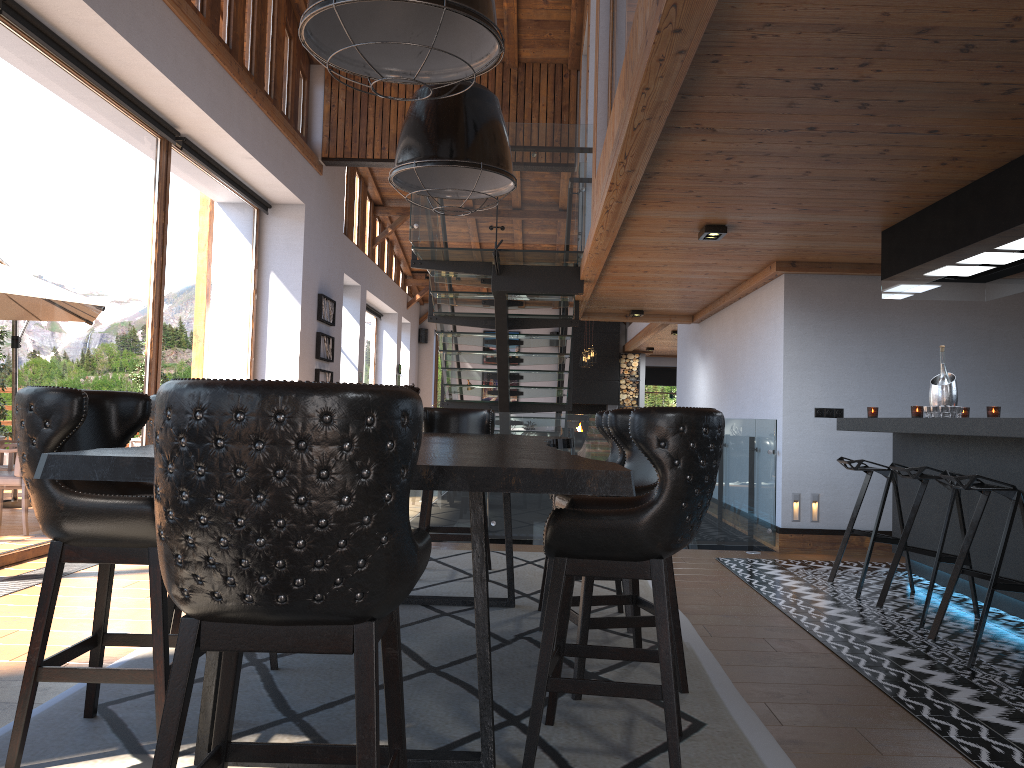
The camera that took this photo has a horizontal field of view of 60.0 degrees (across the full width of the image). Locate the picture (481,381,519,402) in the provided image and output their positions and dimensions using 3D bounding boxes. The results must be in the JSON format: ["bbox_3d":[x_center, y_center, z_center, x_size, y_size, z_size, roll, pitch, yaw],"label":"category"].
[{"bbox_3d":[-0.282,0.141,21.007,0.879,0.817,0.036,2,-3,0],"label":"picture"}]

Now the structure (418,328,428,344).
[{"bbox_3d":[-2.103,-1.138,21.005,0.213,0.350,0.213,2,-3,1],"label":"structure"}]

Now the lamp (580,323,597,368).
[{"bbox_3d":[1.566,-1.452,18.206,0.262,2.203,0.799,2,-3,-7],"label":"lamp"}]

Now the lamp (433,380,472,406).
[{"bbox_3d":[-1.346,0.811,19.831,0.523,1.900,1.332,0,-3,22],"label":"lamp"}]

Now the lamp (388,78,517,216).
[{"bbox_3d":[-0.224,-3.175,4.420,0.628,4.688,0.614,4,-4,-44],"label":"lamp"}]

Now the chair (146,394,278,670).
[{"bbox_3d":[-1.232,0.597,3.660,0.571,1.093,0.501,2,-3,-15],"label":"chair"}]

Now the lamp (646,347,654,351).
[{"bbox_3d":[3.102,-0.787,19.930,0.155,0.068,0.261,2,-2,1],"label":"lamp"}]

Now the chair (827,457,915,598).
[{"bbox_3d":[2.334,0.897,5.658,0.469,0.840,0.538,2,-3,1],"label":"chair"}]

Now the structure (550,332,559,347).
[{"bbox_3d":[0.996,-1.055,20.984,0.213,0.350,0.213,2,-3,1],"label":"structure"}]

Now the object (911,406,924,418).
[{"bbox_3d":[2.625,0.184,5.741,0.080,0.081,0.078,3,-3,-34],"label":"object"}]

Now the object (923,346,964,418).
[{"bbox_3d":[2.674,-0.010,5.493,0.226,0.453,0.225,2,-3,1],"label":"object"}]

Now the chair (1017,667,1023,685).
[{"bbox_3d":[2.321,0.811,3.408,0.470,0.840,0.538,2,-3,-2],"label":"chair"}]

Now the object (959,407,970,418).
[{"bbox_3d":[2.924,0.192,5.743,0.080,0.081,0.078,3,-3,-34],"label":"object"}]

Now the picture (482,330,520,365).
[{"bbox_3d":[-0.254,-0.853,21.059,0.879,0.817,0.036,2,-3,0],"label":"picture"}]

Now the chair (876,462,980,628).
[{"bbox_3d":[2.355,0.869,4.903,0.470,0.840,0.538,2,-3,-2],"label":"chair"}]

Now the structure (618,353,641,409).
[{"bbox_3d":[2.711,0.593,20.712,0.502,2.619,0.511,2,-3,1],"label":"structure"}]

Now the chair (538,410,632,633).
[{"bbox_3d":[0.428,0.675,4.520,0.568,1.093,0.504,2,-3,0],"label":"chair"}]

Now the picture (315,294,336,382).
[{"bbox_3d":[-2.477,-0.495,11.766,0.059,1.313,0.774,2,-3,2],"label":"picture"}]

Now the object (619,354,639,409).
[{"bbox_3d":[2.705,0.600,20.721,0.493,2.614,0.466,2,-3,1],"label":"object"}]

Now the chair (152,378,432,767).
[{"bbox_3d":[-0.436,0.547,1.747,0.504,1.093,0.568,2,-3,0],"label":"chair"}]

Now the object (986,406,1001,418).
[{"bbox_3d":[2.912,0.177,5.360,0.080,0.081,0.078,3,-3,-34],"label":"object"}]

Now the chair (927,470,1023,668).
[{"bbox_3d":[2.260,0.836,4.120,0.468,0.840,0.540,1,-3,7],"label":"chair"}]

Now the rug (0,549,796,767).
[{"bbox_3d":[-0.350,1.184,4.071,2.551,0.047,5.630,2,-2,1],"label":"rug"}]

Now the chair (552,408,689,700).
[{"bbox_3d":[0.449,0.639,3.558,0.571,1.093,0.501,2,-3,-15],"label":"chair"}]

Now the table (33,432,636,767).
[{"bbox_3d":[-0.407,0.716,3.772,1.429,0.950,3.795,2,-2,1],"label":"table"}]

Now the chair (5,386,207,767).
[{"bbox_3d":[-1.210,0.562,2.698,0.568,1.093,0.504,2,-3,0],"label":"chair"}]

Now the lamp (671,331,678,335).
[{"bbox_3d":[2.988,-0.934,16.138,0.155,0.068,0.261,2,-2,1],"label":"lamp"}]

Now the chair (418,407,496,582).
[{"bbox_3d":[-0.372,0.701,5.769,0.504,1.093,0.568,2,-3,0],"label":"chair"}]

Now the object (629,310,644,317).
[{"bbox_3d":[1.525,-0.869,10.865,0.155,0.068,0.261,2,-2,1],"label":"object"}]

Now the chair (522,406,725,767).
[{"bbox_3d":[0.360,0.615,2.739,0.566,1.093,0.506,1,-3,10],"label":"chair"}]

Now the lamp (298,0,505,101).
[{"bbox_3d":[-0.271,-3.237,2.830,0.628,4.688,0.614,4,-4,-44],"label":"lamp"}]

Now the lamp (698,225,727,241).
[{"bbox_3d":[1.386,-1.052,6.129,0.155,0.068,0.261,2,-2,1],"label":"lamp"}]

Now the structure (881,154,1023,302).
[{"bbox_3d":[2.838,-0.873,4.453,0.710,0.476,3.249,2,-2,2],"label":"structure"}]

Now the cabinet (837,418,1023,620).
[{"bbox_3d":[2.777,0.723,4.183,0.888,1.104,4.799,2,-2,2],"label":"cabinet"}]

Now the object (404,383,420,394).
[{"bbox_3d":[-0.500,0.118,3.756,0.223,0.254,0.114,4,-3,-36],"label":"object"}]

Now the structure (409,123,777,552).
[{"bbox_3d":[-2.112,0.943,9.108,9.208,6.403,11.022,2,-2,1],"label":"structure"}]

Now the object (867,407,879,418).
[{"bbox_3d":[2.609,0.209,6.412,0.078,0.081,0.080,0,-3,36],"label":"object"}]
